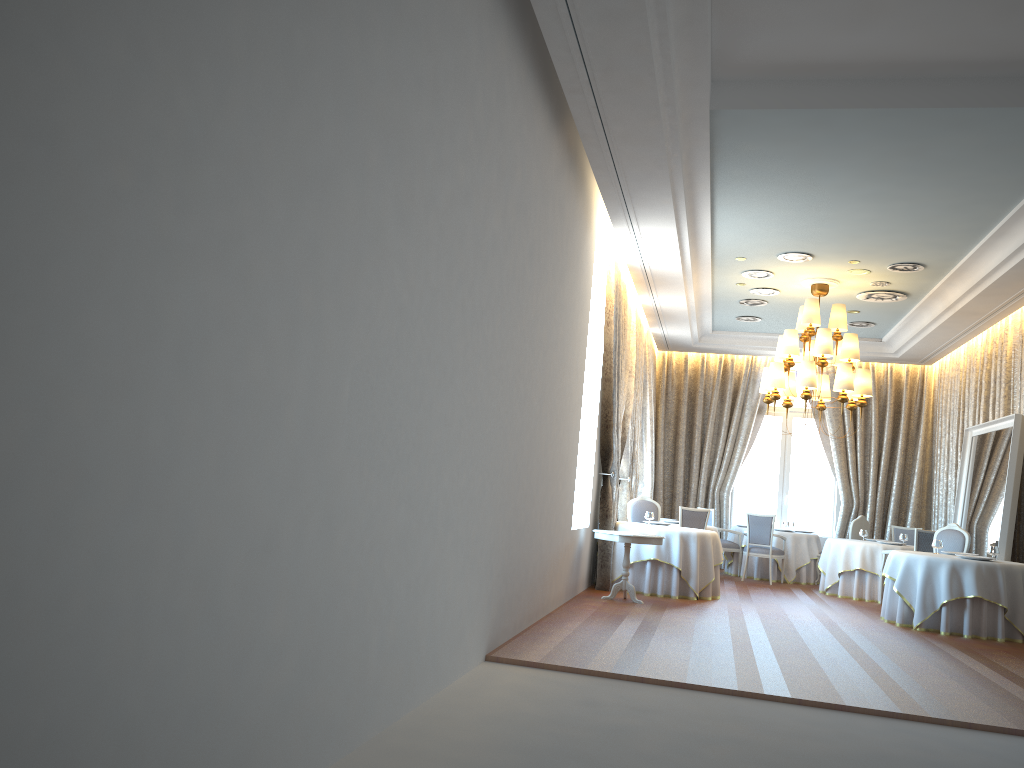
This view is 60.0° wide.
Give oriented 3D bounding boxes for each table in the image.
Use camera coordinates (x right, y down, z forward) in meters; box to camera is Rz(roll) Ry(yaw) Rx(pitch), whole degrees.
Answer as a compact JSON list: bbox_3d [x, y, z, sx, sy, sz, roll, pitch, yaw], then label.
[{"bbox_3d":[2.514,2.659,14.198,1.667,0.890,1.663,4,-7,7],"label":"table"},{"bbox_3d":[1.931,2.312,11.648,1.663,0.890,1.667,5,-7,2],"label":"table"},{"bbox_3d":[5.543,2.856,13.467,1.663,0.890,1.667,2,-7,27],"label":"table"},{"bbox_3d":[1.317,2.121,10.202,0.761,0.801,0.760,10,-8,-37],"label":"table"},{"bbox_3d":[4.588,3.007,15.553,1.667,0.890,1.663,1,-8,32],"label":"table"},{"bbox_3d":[5.240,2.478,10.416,1.663,0.890,1.667,5,-7,2],"label":"table"}]

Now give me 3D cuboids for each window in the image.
[{"bbox_3d":[5.253,1.190,17.011,1.881,3.306,0.196,4,-7,13],"label":"window"}]

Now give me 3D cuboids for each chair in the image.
[{"bbox_3d":[2.552,2.375,13.126,0.650,1.108,0.629,7,-7,-12],"label":"chair"},{"bbox_3d":[5.645,2.588,12.482,0.650,1.108,0.629,7,-7,-17],"label":"chair"},{"bbox_3d":[5.551,2.797,14.880,0.563,1.233,0.690,10,-8,-36],"label":"chair"},{"bbox_3d":[3.569,2.727,15.372,0.629,1.108,0.650,8,-7,-21],"label":"chair"},{"bbox_3d":[6.388,2.888,14.501,0.650,1.108,0.629,1,-8,33],"label":"chair"},{"bbox_3d":[5.412,2.377,11.334,0.690,1.233,0.563,9,-7,-26],"label":"chair"},{"bbox_3d":[4.095,2.675,14.499,0.650,1.108,0.629,2,-7,28],"label":"chair"},{"bbox_3d":[1.933,2.188,12.502,0.563,1.233,0.690,7,-7,-12],"label":"chair"}]

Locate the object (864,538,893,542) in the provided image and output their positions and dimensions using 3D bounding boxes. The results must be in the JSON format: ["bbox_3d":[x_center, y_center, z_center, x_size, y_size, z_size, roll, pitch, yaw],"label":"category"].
[{"bbox_3d":[5.759,2.460,13.925,0.419,0.036,0.419,4,-7,12],"label":"object"}]

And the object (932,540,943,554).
[{"bbox_3d":[5.165,1.977,10.763,0.128,0.165,0.128,-1,-9,43],"label":"object"}]

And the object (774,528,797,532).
[{"bbox_3d":[4.648,2.498,15.156,0.419,0.036,0.419,4,-7,12],"label":"object"}]

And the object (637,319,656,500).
[{"bbox_3d":[2.473,0.916,16.167,0.386,4.901,2.121,4,-7,13],"label":"object"}]

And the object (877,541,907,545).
[{"bbox_3d":[5.617,2.355,13.124,0.419,0.036,0.419,4,-7,12],"label":"object"}]

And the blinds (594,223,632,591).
[{"bbox_3d":[1.379,0.255,11.699,0.315,4.930,2.204,4,-7,13],"label":"blinds"}]

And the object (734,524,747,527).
[{"bbox_3d":[4.119,2.497,15.577,0.419,0.036,0.419,4,-7,12],"label":"object"}]

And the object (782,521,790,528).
[{"bbox_3d":[4.775,2.480,15.463,0.128,0.165,0.128,4,-7,13],"label":"object"}]

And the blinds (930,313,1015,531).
[{"bbox_3d":[7.140,1.035,13.978,0.238,4.819,4.439,4,-7,13],"label":"blinds"}]

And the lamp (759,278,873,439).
[{"bbox_3d":[4.117,-0.347,12.004,1.373,2.121,1.373,11,-8,-39],"label":"lamp"}]

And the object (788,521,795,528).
[{"bbox_3d":[4.984,2.544,15.847,0.128,0.165,0.128,4,-7,13],"label":"object"}]

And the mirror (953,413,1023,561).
[{"bbox_3d":[6.255,1.774,11.799,0.385,2.564,2.251,4,-7,13],"label":"mirror"}]

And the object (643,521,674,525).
[{"bbox_3d":[1.996,1.902,12.111,0.419,0.036,0.419,4,-7,12],"label":"object"}]

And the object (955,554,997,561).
[{"bbox_3d":[5.239,1.964,10.022,0.419,0.036,0.419,4,-7,12],"label":"object"}]

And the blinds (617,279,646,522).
[{"bbox_3d":[1.939,0.580,14.071,0.335,4.969,2.257,4,-7,13],"label":"blinds"}]

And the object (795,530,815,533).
[{"bbox_3d":[5.102,2.584,15.536,0.419,0.036,0.419,4,-7,12],"label":"object"}]

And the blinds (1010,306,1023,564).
[{"bbox_3d":[6.185,0.461,9.750,0.238,4.819,4.439,4,-7,13],"label":"blinds"}]

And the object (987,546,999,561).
[{"bbox_3d":[5.532,1.947,10.200,0.128,0.165,0.128,4,-7,13],"label":"object"}]

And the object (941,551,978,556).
[{"bbox_3d":[5.479,2.081,10.852,0.419,0.036,0.419,4,-7,12],"label":"object"}]

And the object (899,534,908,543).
[{"bbox_3d":[5.886,2.339,13.331,0.128,0.165,0.128,4,-7,13],"label":"object"}]

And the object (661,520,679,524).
[{"bbox_3d":[2.517,2.143,13.787,0.419,0.036,0.419,4,-7,12],"label":"object"}]

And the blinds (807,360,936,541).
[{"bbox_3d":[6.513,1.259,16.288,2.476,4.901,0.386,4,-7,13],"label":"blinds"}]

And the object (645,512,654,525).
[{"bbox_3d":[1.835,1.792,11.840,0.128,0.165,0.128,6,-7,-5],"label":"object"}]

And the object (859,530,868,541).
[{"bbox_3d":[5.480,2.357,13.823,0.128,0.165,0.128,4,-7,13],"label":"object"}]

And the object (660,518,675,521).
[{"bbox_3d":[2.518,2.249,14.714,0.419,0.036,0.419,4,-7,12],"label":"object"}]

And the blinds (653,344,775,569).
[{"bbox_3d":[3.721,1.076,16.949,2.535,4.901,0.386,4,-7,13],"label":"blinds"}]
